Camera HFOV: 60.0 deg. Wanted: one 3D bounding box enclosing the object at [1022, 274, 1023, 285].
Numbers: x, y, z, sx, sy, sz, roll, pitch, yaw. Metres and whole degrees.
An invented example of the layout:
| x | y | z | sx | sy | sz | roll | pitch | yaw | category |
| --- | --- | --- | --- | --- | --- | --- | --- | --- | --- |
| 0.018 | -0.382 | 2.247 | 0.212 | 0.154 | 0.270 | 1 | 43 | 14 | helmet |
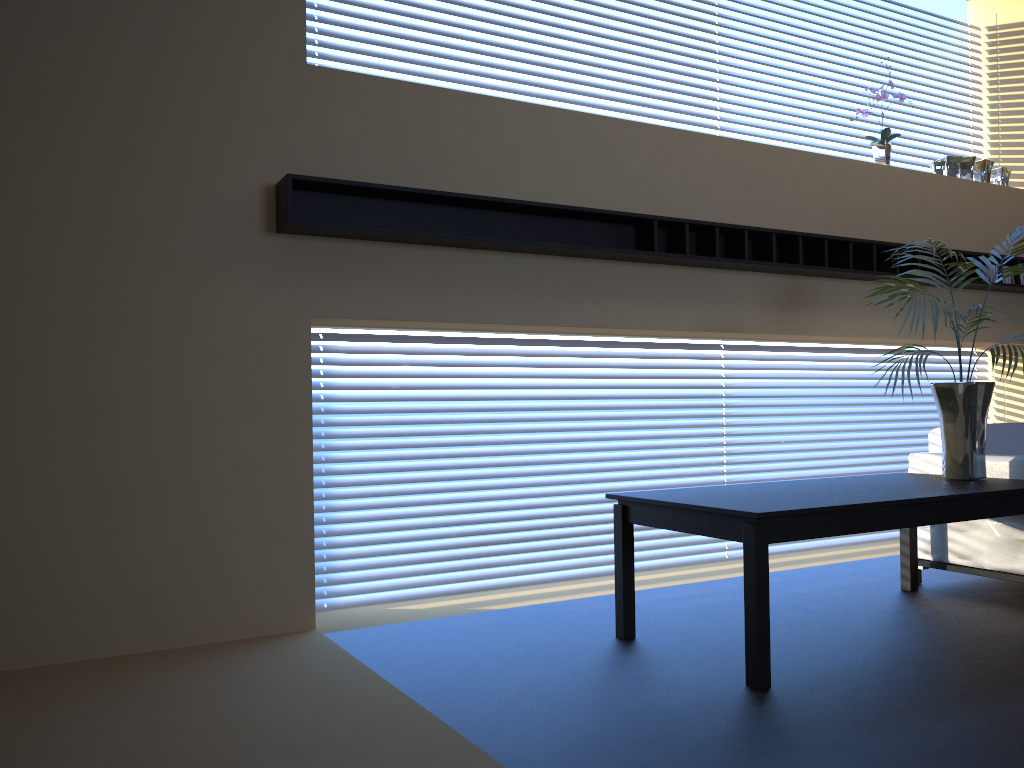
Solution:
| x | y | z | sx | sy | sz | roll | pitch | yaw | category |
| --- | --- | --- | --- | --- | --- | --- | --- | --- | --- |
| 3.546 | -0.749 | 6.276 | 0.026 | 0.117 | 0.140 | -1 | -1 | -29 | object |

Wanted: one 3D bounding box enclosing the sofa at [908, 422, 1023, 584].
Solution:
| x | y | z | sx | sy | sz | roll | pitch | yaw | category |
| --- | --- | --- | --- | --- | --- | --- | --- | --- | --- |
| 3.242 | 0.627 | 4.805 | 2.056 | 0.848 | 1.015 | 0 | -1 | -29 | sofa |

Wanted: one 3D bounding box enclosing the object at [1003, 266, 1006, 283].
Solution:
| x | y | z | sx | sy | sz | roll | pitch | yaw | category |
| --- | --- | --- | --- | --- | --- | --- | --- | --- | --- |
| 3.363 | -0.750 | 6.171 | 0.009 | 0.120 | 0.142 | -1 | -1 | -29 | object |

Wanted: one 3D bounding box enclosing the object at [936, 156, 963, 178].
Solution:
| x | y | z | sx | sy | sz | roll | pitch | yaw | category |
| --- | --- | --- | --- | --- | --- | --- | --- | --- | --- |
| 3.086 | -1.513 | 6.252 | 0.133 | 0.159 | 0.126 | -1 | -1 | -8 | object |

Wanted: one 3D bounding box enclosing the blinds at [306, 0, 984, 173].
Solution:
| x | y | z | sx | sy | sz | roll | pitch | yaw | category |
| --- | --- | --- | --- | --- | --- | --- | --- | --- | --- |
| 1.279 | -2.147 | 5.604 | 5.391 | 1.461 | 0.039 | 0 | -1 | -29 | blinds |

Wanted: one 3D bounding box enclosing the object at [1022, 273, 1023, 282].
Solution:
| x | y | z | sx | sy | sz | roll | pitch | yaw | category |
| --- | --- | --- | --- | --- | --- | --- | --- | --- | --- |
| 3.560 | -0.748 | 6.282 | 0.040 | 0.118 | 0.142 | -1 | -1 | -29 | object |

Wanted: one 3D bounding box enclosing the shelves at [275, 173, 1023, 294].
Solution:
| x | y | z | sx | sy | sz | roll | pitch | yaw | category |
| --- | --- | --- | --- | --- | --- | --- | --- | --- | --- |
| 2.165 | -0.793 | 4.940 | 6.621 | 0.213 | 1.250 | 0 | -2 | -29 | shelves |

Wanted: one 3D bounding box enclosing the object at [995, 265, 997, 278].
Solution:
| x | y | z | sx | sy | sz | roll | pitch | yaw | category |
| --- | --- | --- | --- | --- | --- | --- | --- | --- | --- |
| 3.284 | -0.750 | 6.135 | 0.009 | 0.120 | 0.142 | -1 | -1 | -29 | object |

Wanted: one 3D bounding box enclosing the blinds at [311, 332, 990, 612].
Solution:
| x | y | z | sx | sy | sz | roll | pitch | yaw | category |
| --- | --- | --- | --- | --- | --- | --- | --- | --- | --- |
| 1.324 | 0.428 | 5.589 | 5.391 | 1.367 | 0.047 | 0 | -1 | -29 | blinds |

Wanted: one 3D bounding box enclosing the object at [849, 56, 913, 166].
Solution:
| x | y | z | sx | sy | sz | roll | pitch | yaw | category |
| --- | --- | --- | --- | --- | --- | --- | --- | --- | --- |
| 2.491 | -1.781 | 5.936 | 0.352 | 0.695 | 0.437 | -2 | -1 | 41 | object |

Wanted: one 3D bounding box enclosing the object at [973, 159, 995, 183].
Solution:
| x | y | z | sx | sy | sz | roll | pitch | yaw | category |
| --- | --- | --- | --- | --- | --- | --- | --- | --- | --- |
| 3.400 | -1.519 | 6.423 | 0.144 | 0.173 | 0.137 | 0 | -1 | -38 | object |

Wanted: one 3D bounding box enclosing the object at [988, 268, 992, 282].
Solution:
| x | y | z | sx | sy | sz | roll | pitch | yaw | category |
| --- | --- | --- | --- | --- | --- | --- | --- | --- | --- |
| 3.232 | -0.750 | 6.102 | 0.009 | 0.120 | 0.142 | -1 | -1 | -28 | object |

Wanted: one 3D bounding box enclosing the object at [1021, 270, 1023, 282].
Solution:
| x | y | z | sx | sy | sz | roll | pitch | yaw | category |
| --- | --- | --- | --- | --- | --- | --- | --- | --- | --- |
| 3.537 | -0.749 | 6.270 | 0.030 | 0.120 | 0.142 | -1 | -1 | -29 | object |

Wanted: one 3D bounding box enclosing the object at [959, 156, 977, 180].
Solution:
| x | y | z | sx | sy | sz | roll | pitch | yaw | category |
| --- | --- | --- | --- | --- | --- | --- | --- | --- | --- |
| 3.242 | -1.519 | 6.340 | 0.137 | 0.173 | 0.144 | -1 | -1 | 22 | object |

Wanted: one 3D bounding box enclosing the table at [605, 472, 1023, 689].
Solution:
| x | y | z | sx | sy | sz | roll | pitch | yaw | category |
| --- | --- | --- | --- | --- | --- | --- | --- | --- | --- |
| 1.447 | 0.751 | 3.819 | 1.894 | 0.603 | 0.898 | 0 | -2 | -29 | table |

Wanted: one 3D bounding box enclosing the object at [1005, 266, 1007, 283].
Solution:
| x | y | z | sx | sy | sz | roll | pitch | yaw | category |
| --- | --- | --- | --- | --- | --- | --- | --- | --- | --- |
| 3.373 | -0.750 | 6.174 | 0.009 | 0.120 | 0.142 | -1 | -1 | -28 | object |

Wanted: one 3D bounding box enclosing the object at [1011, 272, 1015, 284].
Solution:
| x | y | z | sx | sy | sz | roll | pitch | yaw | category |
| --- | --- | --- | --- | --- | --- | --- | --- | --- | --- |
| 3.445 | -0.748 | 6.221 | 0.040 | 0.118 | 0.142 | -1 | -1 | -28 | object |

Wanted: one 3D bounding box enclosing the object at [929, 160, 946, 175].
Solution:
| x | y | z | sx | sy | sz | roll | pitch | yaw | category |
| --- | --- | --- | --- | --- | --- | --- | --- | --- | --- |
| 2.971 | -1.490 | 6.189 | 0.089 | 0.113 | 0.094 | -1 | -1 | 7 | object |

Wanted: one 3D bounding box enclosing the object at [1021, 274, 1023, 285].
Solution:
| x | y | z | sx | sy | sz | roll | pitch | yaw | category |
| --- | --- | --- | --- | --- | --- | --- | --- | --- | --- |
| 3.529 | -0.749 | 6.263 | 0.030 | 0.120 | 0.142 | -1 | -1 | -29 | object |

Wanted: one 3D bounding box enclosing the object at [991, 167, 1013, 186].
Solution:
| x | y | z | sx | sy | sz | roll | pitch | yaw | category |
| --- | --- | --- | --- | --- | --- | --- | --- | --- | --- |
| 3.601 | -1.507 | 6.532 | 0.124 | 0.149 | 0.118 | 0 | -1 | -28 | object |

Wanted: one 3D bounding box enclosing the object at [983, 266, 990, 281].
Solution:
| x | y | z | sx | sy | sz | roll | pitch | yaw | category |
| --- | --- | --- | --- | --- | --- | --- | --- | --- | --- |
| 3.210 | -0.748 | 6.091 | 0.040 | 0.118 | 0.142 | -1 | -1 | -29 | object |

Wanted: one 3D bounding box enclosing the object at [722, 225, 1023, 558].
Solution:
| x | y | z | sx | sy | sz | roll | pitch | yaw | category |
| --- | --- | --- | --- | --- | --- | --- | --- | --- | --- |
| 1.994 | 0.142 | 4.744 | 1.040 | 1.859 | 1.897 | -1 | -1 | -9 | object |
